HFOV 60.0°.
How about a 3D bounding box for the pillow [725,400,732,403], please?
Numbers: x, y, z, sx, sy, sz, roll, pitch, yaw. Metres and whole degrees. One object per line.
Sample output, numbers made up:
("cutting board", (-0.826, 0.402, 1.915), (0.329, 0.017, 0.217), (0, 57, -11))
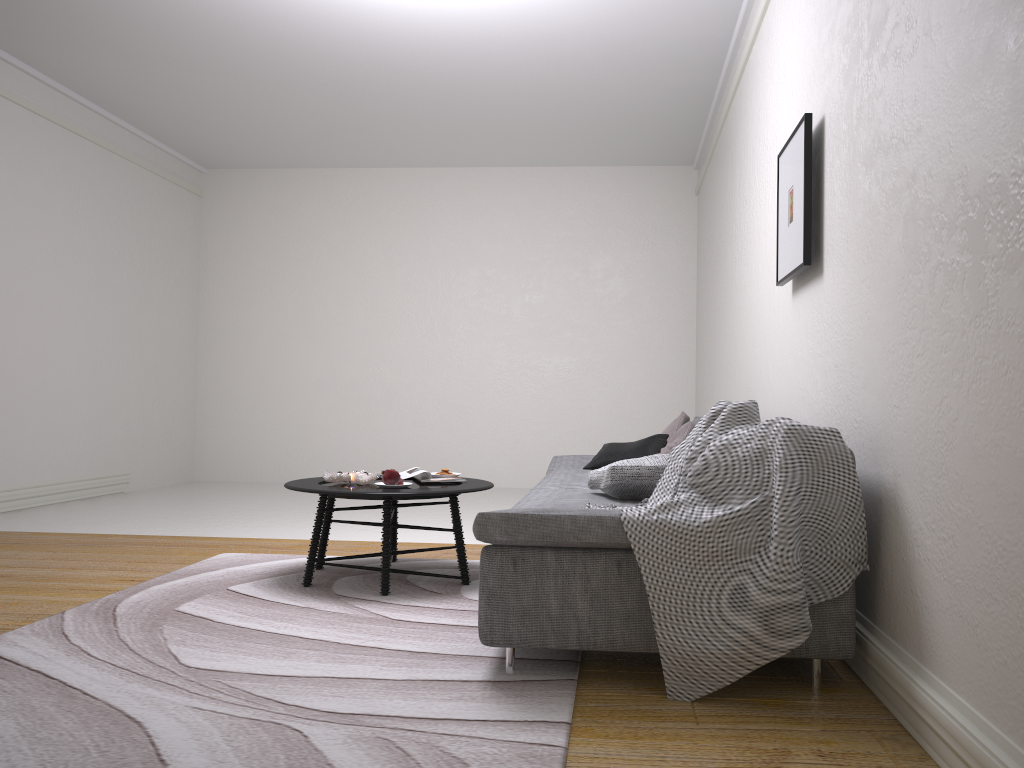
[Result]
("pillow", (0.670, 0.248, 2.979), (0.241, 0.390, 0.428), (1, -1, 7))

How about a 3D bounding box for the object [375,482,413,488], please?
("object", (-0.528, 0.451, 3.949), (0.171, 0.015, 0.164), (2, -2, -39))

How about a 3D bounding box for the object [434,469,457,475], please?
("object", (-0.334, 0.440, 4.405), (0.122, 0.036, 0.117), (2, -2, -33))

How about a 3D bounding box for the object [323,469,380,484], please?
("object", (-0.740, 0.428, 4.096), (0.250, 0.062, 0.256), (1, -1, 13))

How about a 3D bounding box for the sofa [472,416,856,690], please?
("sofa", (0.605, 0.541, 3.999), (1.098, 0.772, 3.068), (1, -1, 7))

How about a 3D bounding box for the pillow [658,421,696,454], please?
("pillow", (0.833, 0.353, 4.734), (0.337, 0.318, 0.424), (1, -1, 6))

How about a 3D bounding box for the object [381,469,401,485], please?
("object", (-0.533, 0.416, 3.939), (0.108, 0.082, 0.090), (0, -2, 40))

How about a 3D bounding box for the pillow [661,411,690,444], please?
("pillow", (0.870, 0.382, 5.169), (0.347, 0.448, 0.486), (0, -2, 27))

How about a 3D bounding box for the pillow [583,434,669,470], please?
("pillow", (0.643, 0.411, 4.935), (0.414, 0.268, 0.408), (0, -2, 26))

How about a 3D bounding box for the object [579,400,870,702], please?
("object", (0.542, 0.476, 2.722), (0.630, 0.866, 0.869), (2, -2, -28))

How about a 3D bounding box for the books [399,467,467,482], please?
("books", (-0.427, 0.435, 4.268), (0.376, 0.048, 0.302), (1, -1, -16))

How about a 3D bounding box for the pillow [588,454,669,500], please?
("pillow", (0.521, 0.365, 3.457), (0.408, 0.194, 0.402), (1, -1, -8))

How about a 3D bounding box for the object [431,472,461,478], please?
("object", (-0.336, 0.453, 4.403), (0.169, 0.015, 0.166), (1, -1, -12))

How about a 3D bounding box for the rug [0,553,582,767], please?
("rug", (-0.769, 0.850, 2.735), (1.944, 0.008, 3.720), (1, -1, 6))

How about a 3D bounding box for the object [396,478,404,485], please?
("object", (-0.508, 0.439, 4.002), (0.035, 0.036, 0.044), (1, -1, 15))

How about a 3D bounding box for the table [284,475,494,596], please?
("table", (-0.558, 0.677, 4.062), (0.942, 0.449, 0.946), (1, -1, 3))
